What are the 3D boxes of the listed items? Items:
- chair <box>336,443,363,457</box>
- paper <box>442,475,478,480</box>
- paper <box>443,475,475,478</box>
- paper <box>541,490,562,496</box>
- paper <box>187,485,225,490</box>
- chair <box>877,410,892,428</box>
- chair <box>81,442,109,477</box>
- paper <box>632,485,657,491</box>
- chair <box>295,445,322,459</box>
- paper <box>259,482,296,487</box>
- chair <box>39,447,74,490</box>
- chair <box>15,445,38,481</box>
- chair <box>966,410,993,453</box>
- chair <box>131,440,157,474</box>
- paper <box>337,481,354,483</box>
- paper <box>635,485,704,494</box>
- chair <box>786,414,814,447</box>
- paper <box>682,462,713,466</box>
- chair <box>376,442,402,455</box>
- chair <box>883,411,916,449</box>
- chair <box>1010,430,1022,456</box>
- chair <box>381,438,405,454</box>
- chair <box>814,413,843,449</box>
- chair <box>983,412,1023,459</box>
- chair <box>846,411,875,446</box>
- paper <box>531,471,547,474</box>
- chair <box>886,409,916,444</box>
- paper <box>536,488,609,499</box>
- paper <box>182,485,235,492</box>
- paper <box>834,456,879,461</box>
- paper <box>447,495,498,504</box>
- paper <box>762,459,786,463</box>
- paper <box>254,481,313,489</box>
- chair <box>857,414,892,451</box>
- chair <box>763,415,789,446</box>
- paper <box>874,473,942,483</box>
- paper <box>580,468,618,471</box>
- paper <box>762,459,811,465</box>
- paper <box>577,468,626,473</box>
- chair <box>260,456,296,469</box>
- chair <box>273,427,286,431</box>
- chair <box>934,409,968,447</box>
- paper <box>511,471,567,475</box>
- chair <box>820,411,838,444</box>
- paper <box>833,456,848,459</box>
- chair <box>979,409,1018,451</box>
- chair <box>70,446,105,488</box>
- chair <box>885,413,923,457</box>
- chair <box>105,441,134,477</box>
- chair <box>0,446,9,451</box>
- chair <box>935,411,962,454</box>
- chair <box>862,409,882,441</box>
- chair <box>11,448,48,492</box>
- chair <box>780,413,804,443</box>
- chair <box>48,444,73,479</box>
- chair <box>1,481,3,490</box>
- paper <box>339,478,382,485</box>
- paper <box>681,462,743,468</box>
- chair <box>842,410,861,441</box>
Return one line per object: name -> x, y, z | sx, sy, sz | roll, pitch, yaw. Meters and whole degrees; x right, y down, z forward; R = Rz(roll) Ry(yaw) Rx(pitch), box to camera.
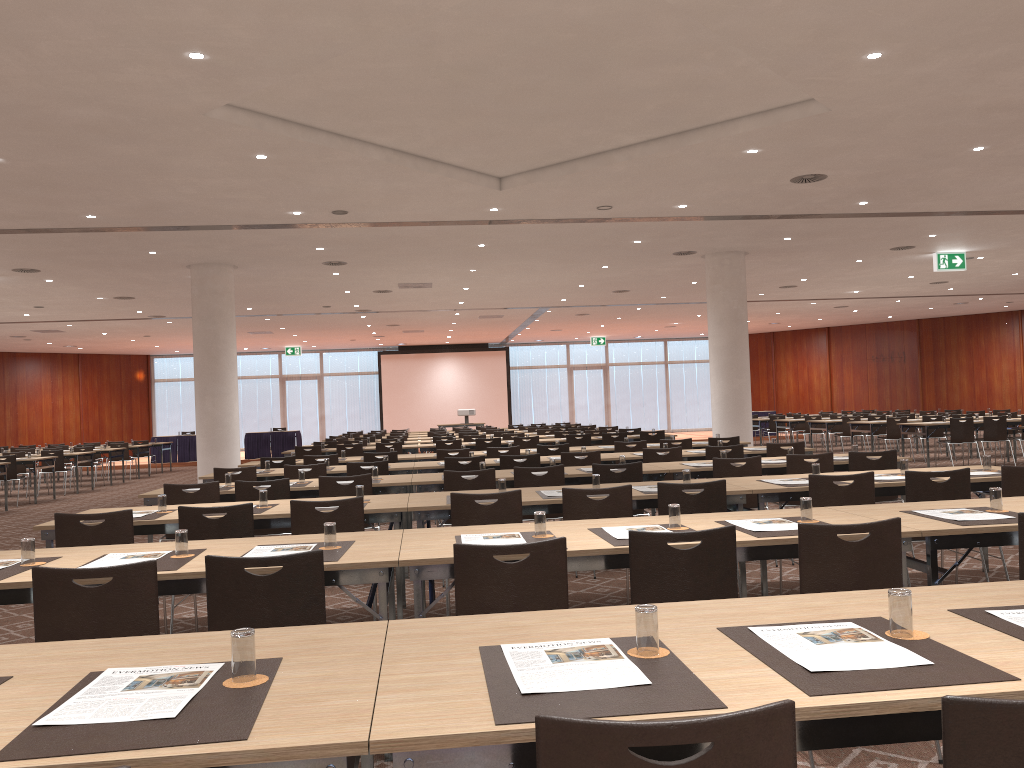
chair -> -2.698, 1.466, 14.890 | 0.535, 0.939, 0.614 | -2, -1, -5
paper -> -0.401, 0.833, 8.001 | 0.460, 0.003, 0.565 | -2, -1, -5
paper -> -0.482, 0.834, 8.074 | 0.283, 0.006, 0.398 | -2, -1, -4
paper -> 0.361, 0.750, 6.132 | 0.283, 0.006, 0.398 | -2, -1, -6
paper -> -2.710, 0.917, 7.837 | 0.283, 0.006, 0.398 | -2, -1, -5
chair -> 10.047, 1.192, 24.090 | 0.535, 0.939, 0.614 | -2, -1, -6
chair -> -11.272, 2.041, 23.950 | 0.535, 0.939, 0.614 | -2, -1, -7
paper -> 1.005, 0.726, 6.180 | 0.283, 0.006, 0.398 | -2, -1, -7
chair -> -3.356, 1.489, 14.781 | 0.535, 0.939, 0.614 | -2, -1, -4
paper -> -2.082, 0.893, 7.896 | 0.283, 0.006, 0.398 | -2, -1, -7
chair -> -10.327, 1.905, 20.107 | 0.535, 0.939, 0.614 | -2, -1, -4
chair -> -12.962, 2.107, 23.861 | 0.535, 0.939, 0.614 | -2, -1, -7
chair -> 10.439, 1.074, 20.110 | 0.535, 0.939, 0.614 | -2, -1, -4
chair -> -10.022, 1.995, 24.076 | 0.535, 0.939, 0.614 | -2, -1, -6
paper -> -1.446, 0.869, 7.942 | 0.283, 0.006, 0.398 | -2, -1, -5
paper -> 1.093, 0.725, 6.154 | 0.460, 0.003, 0.565 | -2, -1, -3
chair -> 7.780, 1.280, 24.003 | 0.535, 0.939, 0.614 | -2, -1, -4
paper -> 1.782, 0.748, 8.279 | 0.283, 0.006, 0.398 | -2, -1, -7
chair -> -2.041, 1.439, 14.879 | 0.535, 0.939, 0.614 | -2, -1, -5
chair -> 9.666, 1.158, 22.183 | 0.535, 0.939, 0.614 | -2, -1, -4
chair -> 10.678, 1.017, 18.265 | 0.535, 0.939, 0.614 | -2, -1, -4
chair -> -2.257, 1.501, 16.944 | 0.535, 0.939, 0.614 | -2, -1, -5
chair -> 8.515, 1.249, 23.936 | 0.535, 0.939, 0.614 | -2, -1, -7
chair -> 10.001, 1.039, 18.056 | 0.535, 0.939, 0.614 | -2, -1, -7
chair -> 9.470, 1.216, 24.113 | 0.535, 0.939, 0.614 | -2, -1, -7
paper -> 0.187, 0.808, 8.119 | 0.283, 0.006, 0.398 | -2, -1, -8
chair -> 10.637, 1.173, 24.291 | 0.535, 0.939, 0.614 | -2, -1, -4
paper -> 0.415, 0.751, 6.093 | 0.460, 0.003, 0.565 | -2, -1, -4
paper -> -2.665, 0.917, 7.770 | 0.460, 0.003, 0.565 | -2, -1, -6
paper -> 3.118, 0.700, 8.341 | 0.460, 0.003, 0.565 | -2, -1, -7
paper -> -0.213, 0.774, 6.010 | 0.460, 0.003, 0.565 | -2, -1, -4
paper -> 2.423, 0.724, 8.340 | 0.283, 0.006, 0.398 | -2, -1, -8
paper -> -2.028, 0.894, 7.842 | 0.460, 0.003, 0.565 | -2, -1, -5
chair -> 8.142, 1.162, 19.960 | 0.535, 0.939, 0.614 | -2, -1, -8
chair -> 7.107, 1.304, 23.875 | 0.535, 0.939, 0.614 | -2, -1, -3
paper -> 2.694, 0.665, 6.303 | 0.460, 0.003, 0.565 | -2, -1, -5
paper -> 0.802, 0.785, 8.186 | 0.283, 0.006, 0.398 | -2, -1, -6
paper -> 2.481, 0.725, 8.288 | 0.460, 0.003, 0.565 | -2, -1, -6
paper -> 0.863, 0.785, 8.128 | 0.460, 0.003, 0.565 | -2, -1, -7
chair -> -2.943, 1.384, 11.305 | 0.535, 0.939, 0.614 | -2, -1, -6
chair -> -7.580, 1.891, 28.853 | 0.535, 0.939, 0.614 | -2, -1, -3
chair -> 10.953, 1.106, 22.172 | 0.535, 0.939, 0.614 | -2, -1, -5
paper -> 0.239, 0.808, 8.041 | 0.460, 0.003, 0.565 | -2, -1, -5
chair -> 9.161, 1.277, 26.010 | 0.535, 0.939, 0.614 | -2, -1, -8
paper -> 3.085, 0.700, 8.431 | 0.283, 0.006, 0.398 | -2, -1, -4
chair -> 11.131, 1.052, 20.321 | 0.535, 0.939, 0.614 | -2, -1, -8
chair -> -9.635, 1.877, 20.095 | 0.535, 0.939, 0.614 | -2, -1, -4
chair -> 8.788, 1.136, 19.944 | 0.535, 0.939, 0.614 | -2, -1, -8
chair -> -10.676, 2.021, 24.092 | 0.535, 0.939, 0.614 | -2, -1, -3
chair -> -13.614, 2.129, 23.714 | 0.535, 0.939, 0.614 | -2, -1, -8
chair -> 9.811, 1.100, 20.128 | 0.535, 0.939, 0.614 | -2, -1, -4
chair -> 10.480, 1.227, 26.143 | 0.535, 0.939, 0.614 | -2, -1, -6
chair -> -10.953, 1.930, 20.104 | 0.535, 0.939, 0.614 | -2, -1, -5
chair -> 8.235, 1.315, 26.058 | 0.535, 0.939, 0.614 | -2, -1, -4
chair -> -12.256, 2.082, 23.992 | 0.535, 0.939, 0.614 | -2, -1, -8
chair -> -11.878, 1.963, 19.951 | 0.535, 0.939, 0.614 | -2, -1, -9
paper -> -1.402, 0.870, 7.900 | 0.460, 0.003, 0.565 | -2, -1, -6
paper -> 1.858, 0.748, 8.236 | 0.460, 0.003, 0.565 | -2, -1, -6
chair -> 9.867, 1.252, 26.163 | 0.535, 0.939, 0.614 | -2, -1, -8
